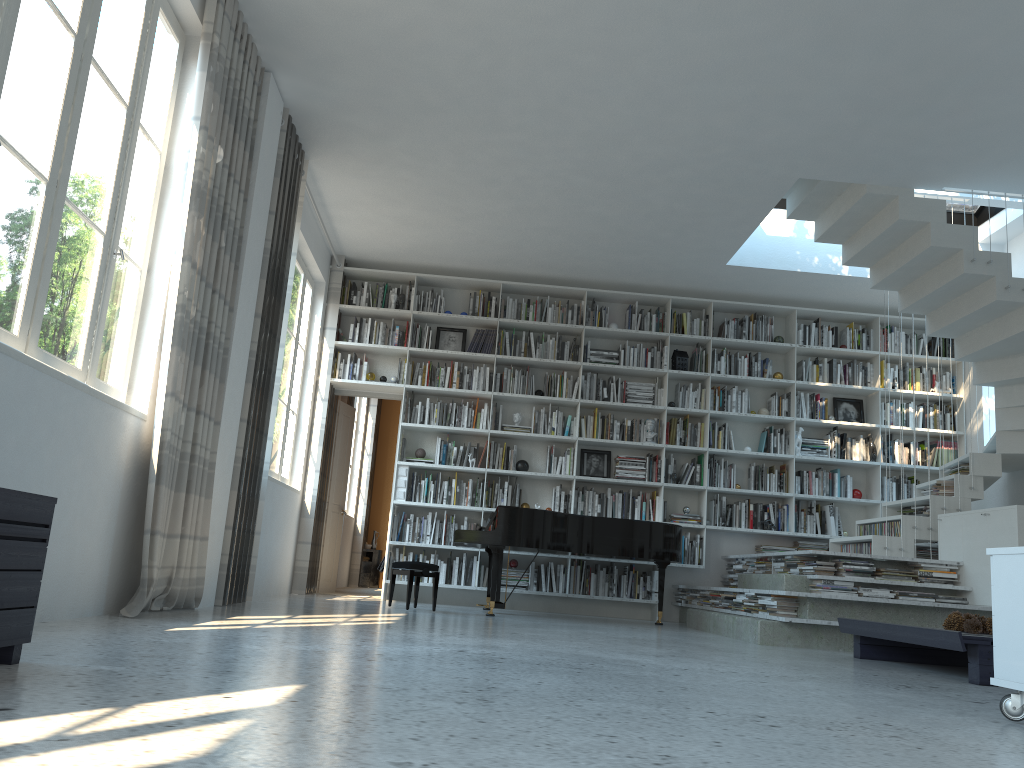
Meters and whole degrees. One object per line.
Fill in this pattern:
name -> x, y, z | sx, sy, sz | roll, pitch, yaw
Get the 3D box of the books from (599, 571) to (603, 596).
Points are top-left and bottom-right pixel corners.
books -> 0.829, 1.883, 8.379 | 0.030, 0.234, 0.138 | 5, -12, -2

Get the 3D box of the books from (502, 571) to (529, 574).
books -> 0.013, 1.775, 8.353 | 0.285, 0.005, 0.160 | 5, -12, -5

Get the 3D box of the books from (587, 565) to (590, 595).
books -> 0.715, 1.854, 8.382 | 0.012, 0.275, 0.155 | 5, -12, -2

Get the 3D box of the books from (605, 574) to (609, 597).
books -> 0.883, 1.902, 8.376 | 0.024, 0.203, 0.145 | 5, -12, -2

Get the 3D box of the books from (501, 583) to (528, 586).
books -> 0.005, 1.882, 8.326 | 0.285, 0.007, 0.160 | 4, -12, 3

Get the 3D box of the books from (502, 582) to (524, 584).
books -> 0.006, 1.870, 8.336 | 0.285, 0.007, 0.160 | 4, -12, 0

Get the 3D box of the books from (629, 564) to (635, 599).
books -> 1.128, 1.863, 8.372 | 0.013, 0.316, 0.187 | 5, -12, -2

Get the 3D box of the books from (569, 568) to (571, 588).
books -> 0.534, 1.858, 8.374 | 0.010, 0.237, 0.134 | 5, -12, -2

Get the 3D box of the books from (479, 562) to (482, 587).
books -> -0.301, 1.790, 8.344 | 0.012, 0.230, 0.138 | 5, -12, -2

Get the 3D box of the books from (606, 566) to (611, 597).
books -> 0.906, 1.862, 8.372 | 0.013, 0.284, 0.185 | 5, -12, -2

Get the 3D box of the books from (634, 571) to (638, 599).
books -> 1.165, 1.896, 8.377 | 0.011, 0.257, 0.172 | 5, -12, -2

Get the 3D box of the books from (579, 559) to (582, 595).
books -> 0.637, 1.814, 8.373 | 0.012, 0.336, 0.144 | 5, -12, -2

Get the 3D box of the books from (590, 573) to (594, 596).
books -> 0.745, 1.885, 8.352 | 0.028, 0.206, 0.175 | 5, -12, -2

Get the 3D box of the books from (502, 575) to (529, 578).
books -> 0.007, 1.812, 8.348 | 0.285, 0.005, 0.160 | 5, -12, -4

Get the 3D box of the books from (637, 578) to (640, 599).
books -> 1.179, 1.933, 8.380 | 0.024, 0.191, 0.155 | 5, -12, -2

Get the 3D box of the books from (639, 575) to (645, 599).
books -> 1.228, 1.919, 8.387 | 0.028, 0.227, 0.162 | 5, -12, -2

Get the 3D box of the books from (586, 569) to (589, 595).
books -> 0.701, 1.870, 8.374 | 0.012, 0.238, 0.129 | 5, -12, -2

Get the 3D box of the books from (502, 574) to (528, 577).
books -> 0.008, 1.801, 8.352 | 0.285, 0.005, 0.160 | 5, -12, -1

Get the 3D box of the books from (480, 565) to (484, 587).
books -> -0.284, 1.807, 8.337 | 0.025, 0.197, 0.160 | 5, -12, -2

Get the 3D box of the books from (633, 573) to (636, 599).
books -> 1.144, 1.907, 8.388 | 0.028, 0.238, 0.140 | 5, -12, -2

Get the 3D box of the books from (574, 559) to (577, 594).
books -> 0.590, 1.811, 8.379 | 0.014, 0.339, 0.140 | 5, -12, -2

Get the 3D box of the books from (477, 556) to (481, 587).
books -> -0.310, 1.762, 8.346 | 0.012, 0.284, 0.160 | 5, -12, -2

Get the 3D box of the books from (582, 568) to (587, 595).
books -> 0.684, 1.865, 8.377 | 0.022, 0.246, 0.144 | 5, -12, -2

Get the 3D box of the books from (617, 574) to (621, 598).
books -> 1.001, 1.910, 8.389 | 0.040, 0.212, 0.129 | 5, -12, -2

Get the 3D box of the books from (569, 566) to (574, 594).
books -> 0.554, 1.845, 8.353 | 0.026, 0.255, 0.183 | 5, -12, -2

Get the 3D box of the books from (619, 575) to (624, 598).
books -> 1.028, 1.909, 8.358 | 0.010, 0.205, 0.180 | 5, -12, -2

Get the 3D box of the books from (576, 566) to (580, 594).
books -> 0.616, 1.851, 8.375 | 0.025, 0.263, 0.145 | 5, -12, -2

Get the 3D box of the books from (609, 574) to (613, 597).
books -> 0.920, 1.899, 8.370 | 0.022, 0.212, 0.167 | 5, -12, -2

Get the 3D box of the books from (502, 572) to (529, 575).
books -> 0.009, 1.784, 8.348 | 0.285, 0.005, 0.160 | 6, -12, -6

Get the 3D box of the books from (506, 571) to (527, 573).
books -> 0.014, 1.768, 8.350 | 0.254, 0.005, 0.161 | 6, -12, -7

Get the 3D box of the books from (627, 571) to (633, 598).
books -> 1.097, 1.891, 8.361 | 0.044, 0.250, 0.187 | 5, -12, -2

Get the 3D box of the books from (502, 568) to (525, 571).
books -> 0.015, 1.749, 8.363 | 0.254, 0.005, 0.161 | 5, -12, -1

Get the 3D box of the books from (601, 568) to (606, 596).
books -> 0.859, 1.873, 8.382 | 0.028, 0.260, 0.133 | 5, -12, -2

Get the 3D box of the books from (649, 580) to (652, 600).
books -> 1.293, 1.947, 8.383 | 0.023, 0.181, 0.149 | 5, -12, -2

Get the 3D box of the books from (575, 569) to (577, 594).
books -> 0.598, 1.854, 8.384 | 0.010, 0.258, 0.131 | 5, -12, -2

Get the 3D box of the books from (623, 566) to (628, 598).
books -> 1.070, 1.871, 8.374 | 0.011, 0.292, 0.184 | 5, -12, -2

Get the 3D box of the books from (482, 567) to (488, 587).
books -> -0.245, 1.815, 8.330 | 0.053, 0.183, 0.148 | 5, -12, -2

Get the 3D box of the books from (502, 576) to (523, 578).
books -> 0.006, 1.818, 8.351 | 0.254, 0.005, 0.161 | 5, -12, -2

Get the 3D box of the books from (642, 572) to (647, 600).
books -> 1.250, 1.905, 8.382 | 0.013, 0.255, 0.177 | 5, -12, -2

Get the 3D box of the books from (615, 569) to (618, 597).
books -> 0.972, 1.881, 8.384 | 0.024, 0.261, 0.132 | 5, -12, -2

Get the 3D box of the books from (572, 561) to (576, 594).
books -> 0.576, 1.825, 8.358 | 0.014, 0.300, 0.185 | 5, -12, -2

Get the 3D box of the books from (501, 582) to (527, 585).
books -> 0.006, 1.876, 8.330 | 0.254, 0.007, 0.161 | 6, -12, -6

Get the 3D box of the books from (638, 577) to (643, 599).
books -> 1.203, 1.926, 8.372 | 0.022, 0.204, 0.191 | 5, -12, -2

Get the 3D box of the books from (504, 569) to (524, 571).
books -> 0.014, 1.755, 8.364 | 0.285, 0.005, 0.160 | 5, -12, -2

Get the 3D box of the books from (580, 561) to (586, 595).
books -> 0.659, 1.829, 8.372 | 0.034, 0.310, 0.170 | 5, -12, -2

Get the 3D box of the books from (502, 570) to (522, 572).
books -> 0.013, 1.765, 8.362 | 0.254, 0.005, 0.161 | 5, -12, -2

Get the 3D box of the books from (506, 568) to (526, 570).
books -> 0.016, 1.742, 8.355 | 0.285, 0.005, 0.160 | 4, -12, 3

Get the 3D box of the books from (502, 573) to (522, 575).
books -> 0.008, 1.791, 8.356 | 0.254, 0.005, 0.161 | 5, -12, -2

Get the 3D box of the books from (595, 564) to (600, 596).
books -> 0.803, 1.851, 8.381 | 0.026, 0.293, 0.155 | 5, -12, -2

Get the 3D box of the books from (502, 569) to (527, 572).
books -> 0.014, 1.760, 8.363 | 0.254, 0.005, 0.161 | 5, -12, -2

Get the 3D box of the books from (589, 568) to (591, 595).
books -> 0.726, 1.865, 8.381 | 0.012, 0.254, 0.151 | 5, -12, -2

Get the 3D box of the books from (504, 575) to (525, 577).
books -> 0.007, 1.807, 8.351 | 0.254, 0.005, 0.161 | 5, -12, -3

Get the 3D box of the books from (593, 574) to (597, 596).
books -> 0.771, 1.899, 8.382 | 0.030, 0.196, 0.143 | 5, -12, -2

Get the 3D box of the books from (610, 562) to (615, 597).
books -> 0.943, 1.839, 8.374 | 0.014, 0.335, 0.183 | 5, -12, -2

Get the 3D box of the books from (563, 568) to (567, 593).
books -> 0.498, 1.855, 8.377 | 0.021, 0.237, 0.116 | 5, -12, -2

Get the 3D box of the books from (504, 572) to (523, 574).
books -> 0.013, 1.779, 8.350 | 0.254, 0.005, 0.161 | 4, -12, 2

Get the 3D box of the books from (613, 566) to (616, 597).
books -> 0.955, 1.864, 8.371 | 0.014, 0.287, 0.185 | 5, -12, -2

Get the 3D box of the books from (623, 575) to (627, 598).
books -> 1.047, 1.909, 8.364 | 0.029, 0.209, 0.171 | 5, -12, -2

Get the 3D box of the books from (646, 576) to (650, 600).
books -> 1.269, 1.925, 8.373 | 0.029, 0.217, 0.191 | 5, -12, -2

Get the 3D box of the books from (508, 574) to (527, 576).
books -> 0.008, 1.796, 8.353 | 0.285, 0.005, 0.160 | 5, -12, -3
